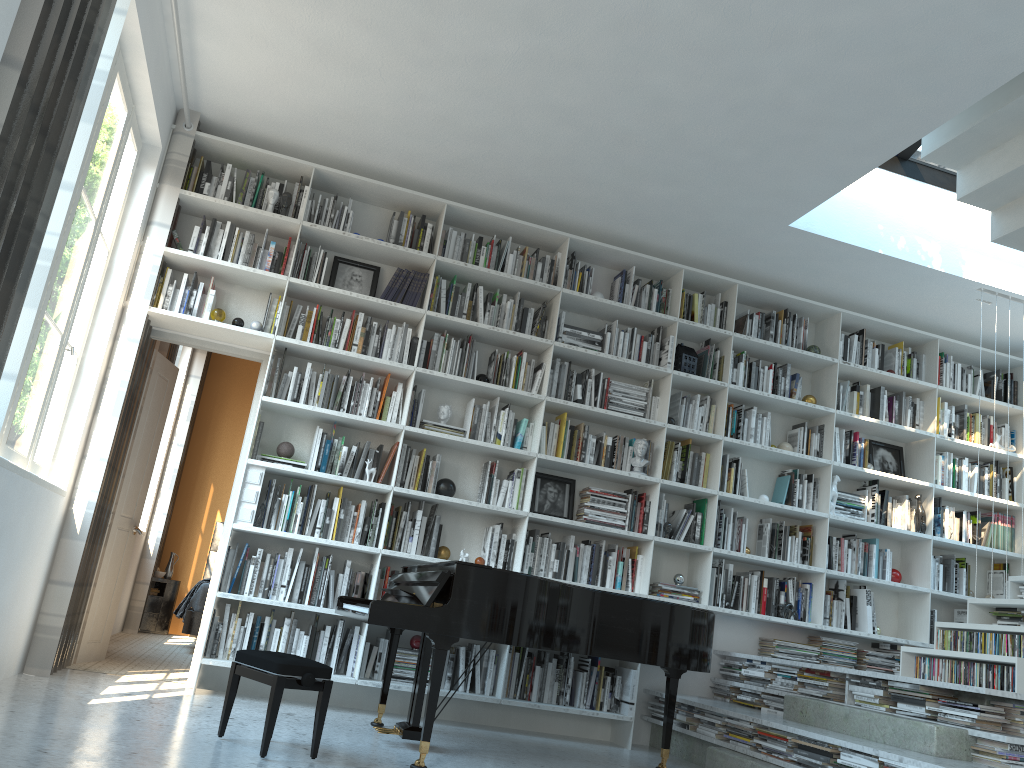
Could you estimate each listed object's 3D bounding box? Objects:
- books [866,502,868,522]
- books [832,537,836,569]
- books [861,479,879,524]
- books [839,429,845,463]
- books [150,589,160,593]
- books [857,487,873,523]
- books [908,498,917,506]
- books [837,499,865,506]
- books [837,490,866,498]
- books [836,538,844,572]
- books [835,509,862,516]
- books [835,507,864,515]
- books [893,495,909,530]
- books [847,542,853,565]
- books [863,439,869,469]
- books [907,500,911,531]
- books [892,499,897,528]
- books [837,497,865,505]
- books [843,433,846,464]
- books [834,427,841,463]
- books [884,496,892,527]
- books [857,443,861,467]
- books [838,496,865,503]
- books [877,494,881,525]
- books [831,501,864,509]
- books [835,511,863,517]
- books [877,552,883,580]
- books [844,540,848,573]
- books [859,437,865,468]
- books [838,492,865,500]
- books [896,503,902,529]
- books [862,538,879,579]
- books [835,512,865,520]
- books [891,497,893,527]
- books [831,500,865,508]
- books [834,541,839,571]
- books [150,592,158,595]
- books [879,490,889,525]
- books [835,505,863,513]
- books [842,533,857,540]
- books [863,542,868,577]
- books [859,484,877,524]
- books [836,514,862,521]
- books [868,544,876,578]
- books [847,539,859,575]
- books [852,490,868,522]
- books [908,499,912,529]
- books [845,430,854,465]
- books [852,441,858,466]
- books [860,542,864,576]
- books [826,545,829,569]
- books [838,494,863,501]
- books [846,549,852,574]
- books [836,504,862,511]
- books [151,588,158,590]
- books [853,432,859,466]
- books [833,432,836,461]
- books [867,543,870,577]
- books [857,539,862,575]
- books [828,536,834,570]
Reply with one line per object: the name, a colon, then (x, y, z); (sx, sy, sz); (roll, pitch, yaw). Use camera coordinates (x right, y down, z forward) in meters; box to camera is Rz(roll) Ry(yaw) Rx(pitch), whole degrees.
books: (2.480, 0.896, 6.325); (0.023, 0.246, 0.138); (13, -15, -14)
books: (2.190, 1.189, 6.159); (0.024, 0.246, 0.143); (13, -15, -14)
books: (2.542, 0.855, 6.315); (0.010, 0.338, 0.180); (13, -15, -14)
books: (2.324, 0.476, 6.359); (0.012, 0.284, 0.160); (13, -15, -14)
books: (-3.585, 2.023, 8.720); (0.133, 0.022, 0.189); (-2, -18, 35)
books: (2.510, 0.882, 6.329); (0.012, 0.284, 0.160); (13, -15, -14)
books: (2.891, 0.972, 6.436); (0.029, 0.283, 0.139); (13, -15, -14)
books: (2.325, 0.842, 6.276); (0.285, 0.012, 0.160); (12, -15, -12)
books: (2.334, 0.784, 6.291); (0.285, 0.012, 0.160); (12, -15, -12)
books: (2.236, 1.195, 6.153); (0.045, 0.245, 0.186); (13, -15, -14)
books: (2.311, 0.910, 6.257); (0.254, 0.012, 0.161); (12, -15, -12)
books: (2.314, 0.899, 6.260); (0.285, 0.012, 0.160); (13, -16, -16)
books: (2.767, 0.941, 6.370); (0.021, 0.270, 0.192); (13, -15, -14)
books: (2.309, 1.224, 6.183); (0.012, 0.229, 0.179); (13, -15, -14)
books: (2.493, 0.529, 6.376); (0.026, 0.243, 0.178); (13, -15, -14)
books: (2.794, 0.963, 6.376); (0.041, 0.238, 0.177); (13, -15, -14)
books: (2.708, 0.954, 6.383); (0.028, 0.234, 0.129); (13, -15, -14)
books: (2.329, 0.829, 6.272); (0.285, 0.012, 0.160); (14, -16, -19)
books: (2.346, 0.492, 6.373); (0.043, 0.268, 0.131); (13, -15, -14)
books: (2.286, 0.464, 6.343); (0.065, 0.288, 0.146); (13, -15, -14)
books: (2.656, 0.934, 6.353); (0.031, 0.241, 0.147); (13, -15, -14)
books: (2.440, 0.535, 6.369); (0.033, 0.212, 0.153); (13, -15, -14)
books: (2.329, 0.819, 6.282); (0.285, 0.012, 0.160); (12, -15, -12)
books: (2.551, 0.910, 6.315); (0.030, 0.236, 0.179); (13, -15, -14)
books: (2.323, 0.863, 6.264); (0.254, 0.012, 0.161); (11, -15, -9)
books: (2.310, 0.921, 6.250); (0.254, 0.012, 0.161); (12, -15, -10)
books: (2.529, 1.286, 6.230); (0.030, 0.200, 0.190); (13, -15, -14)
books: (2.265, 1.209, 6.175); (0.026, 0.238, 0.177); (13, -15, -14)
books: (2.469, 0.521, 6.380); (0.021, 0.252, 0.167); (13, -15, -14)
books: (2.332, 0.796, 6.288); (0.285, 0.012, 0.160); (13, -16, -16)
books: (2.734, 0.969, 6.380); (0.025, 0.212, 0.155); (13, -15, -14)
books: (2.501, 1.234, 6.228); (0.026, 0.289, 0.181); (13, -15, -14)
books: (2.309, 0.932, 6.244); (0.285, 0.012, 0.160); (11, -15, -9)
books: (2.681, 0.941, 6.378); (0.031, 0.249, 0.133); (13, -15, -14)
books: (2.324, 0.853, 6.271); (0.285, 0.012, 0.160); (14, -16, -17)
books: (2.208, 1.202, 6.149); (0.011, 0.222, 0.163); (13, -15, -14)
books: (-3.585, 2.049, 8.715); (0.128, 0.030, 0.183); (7, -15, 7)
books: (2.608, 0.902, 6.339); (0.059, 0.281, 0.167); (13, -15, -14)
books: (2.317, 0.886, 6.257); (0.254, 0.012, 0.161); (14, -16, -19)
books: (2.353, 1.199, 6.200); (0.013, 0.298, 0.147); (13, -15, -14)
books: (2.423, 1.236, 6.199); (0.014, 0.248, 0.177); (13, -15, -14)
books: (2.529, 0.872, 6.309); (0.011, 0.299, 0.184); (13, -15, -14)
books: (2.306, 0.944, 6.244); (0.254, 0.012, 0.161); (14, -16, -18)
books: (2.475, 1.250, 6.213); (0.023, 0.243, 0.190); (13, -15, -14)
books: (2.336, 1.211, 6.170); (0.028, 0.254, 0.192); (13, -15, -14)
books: (2.469, 0.885, 6.305); (0.012, 0.253, 0.161); (13, -15, -14)
books: (2.821, 0.966, 6.399); (0.024, 0.254, 0.145); (13, -15, -14)
books: (2.381, 0.484, 6.360); (0.012, 0.286, 0.177); (13, -15, -14)
books: (2.409, 0.526, 6.345); (0.013, 0.206, 0.190); (13, -15, -14)
books: (2.398, 1.237, 6.213); (0.026, 0.246, 0.166); (13, -15, -14)
books: (2.129, 1.204, 6.129); (0.022, 0.183, 0.163); (13, -15, -14)
books: (2.330, 0.807, 6.285); (0.254, 0.012, 0.161); (12, -15, -12)
books: (2.289, 1.240, 6.163); (0.028, 0.181, 0.186); (13, -15, -14)
books: (2.316, 0.877, 6.270); (0.254, 0.012, 0.161); (13, -16, -14)
books: (-3.584, 2.009, 8.733); (0.133, 0.012, 0.189); (8, -15, 3)
books: (2.424, 0.494, 6.369); (0.014, 0.284, 0.176); (13, -15, -14)
books: (2.249, 0.474, 6.323); (0.011, 0.247, 0.156); (13, -15, -14)
books: (2.452, 1.247, 6.233); (0.012, 0.253, 0.161); (13, -15, -14)
books: (2.366, 1.216, 6.183); (0.012, 0.261, 0.187); (13, -15, -14)
books: (2.159, 1.181, 6.140); (0.047, 0.243, 0.177); (13, -15, -14)
